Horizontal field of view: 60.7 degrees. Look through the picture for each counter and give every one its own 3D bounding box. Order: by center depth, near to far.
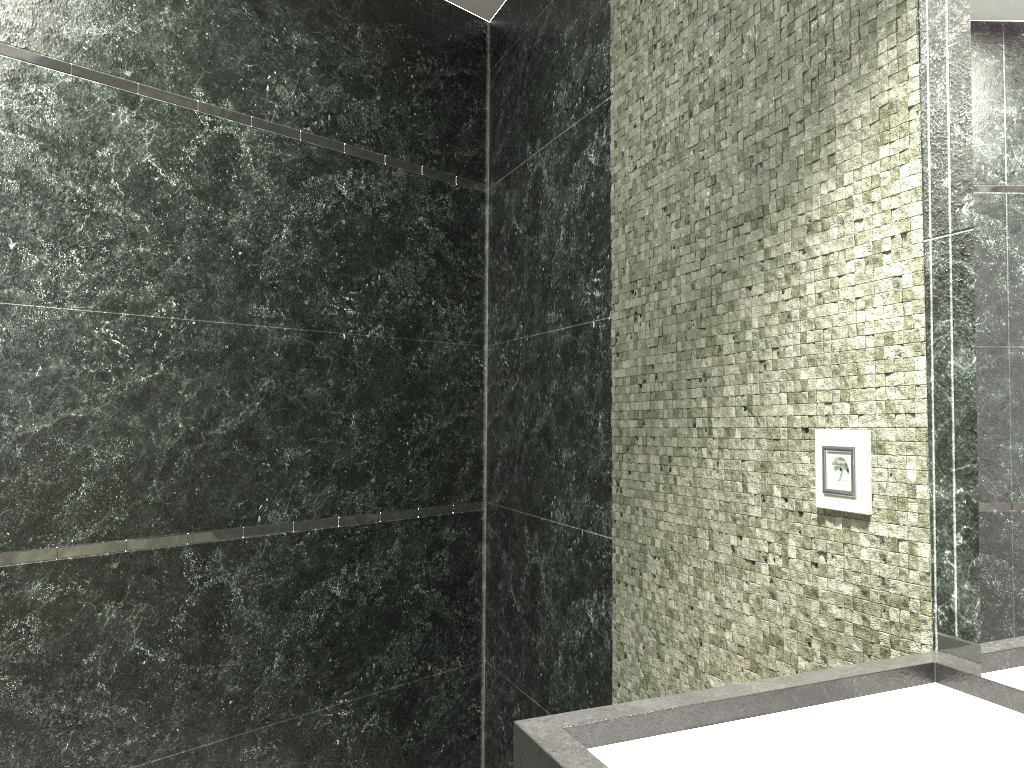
[{"bbox_3d":[0.327,0.887,0.929,0.680,1.052,1.250,1,-3,-22],"label":"counter"}]

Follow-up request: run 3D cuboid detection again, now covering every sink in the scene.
[{"bbox_3d":[0.427,0.340,0.724,0.574,0.408,0.681,1,-2,-23],"label":"sink"}]

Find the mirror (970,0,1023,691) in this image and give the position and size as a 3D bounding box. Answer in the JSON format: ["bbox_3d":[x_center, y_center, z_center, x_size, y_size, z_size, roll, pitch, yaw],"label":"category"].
[{"bbox_3d":[0.725,-0.431,0.839,0.045,1.577,0.641,1,-3,-20],"label":"mirror"}]

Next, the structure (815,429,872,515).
[{"bbox_3d":[0.523,0.138,1.389,0.017,0.128,0.116,1,-3,-21],"label":"structure"}]
